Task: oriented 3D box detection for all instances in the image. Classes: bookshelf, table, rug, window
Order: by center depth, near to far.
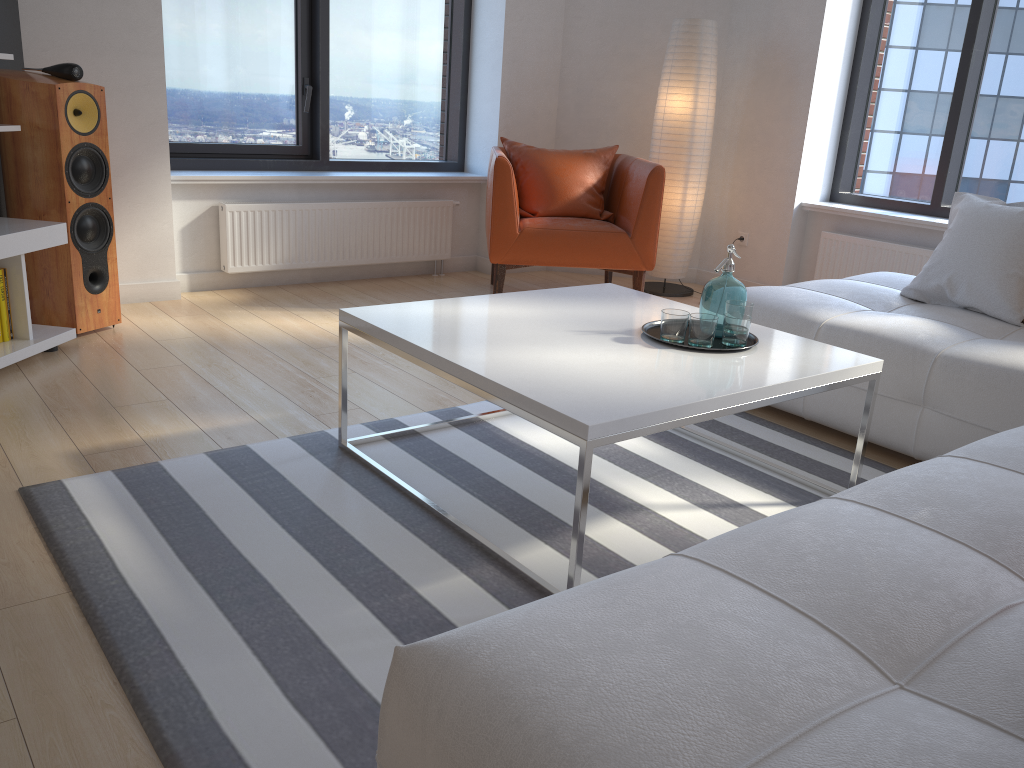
[{"bbox_3d":[-2.110,-0.704,1.867,0.455,2.052,3.000,6,18,6],"label":"bookshelf"},{"bbox_3d":[0.117,0.340,2.415,2.326,0.016,1.662,-10,22,-37],"label":"rug"},{"bbox_3d":[0.242,0.063,2.577,1.091,0.435,1.091,-10,22,-36],"label":"table"},{"bbox_3d":[2.437,-2.064,4.515,0.170,2.402,1.310,-10,22,-36],"label":"window"},{"bbox_3d":[-1.054,-2.391,4.808,1.960,2.402,0.170,-10,22,-36],"label":"window"}]

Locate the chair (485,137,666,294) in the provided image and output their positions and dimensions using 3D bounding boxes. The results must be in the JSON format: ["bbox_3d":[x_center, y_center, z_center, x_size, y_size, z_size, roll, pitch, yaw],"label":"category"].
[{"bbox_3d":[0.286,-0.891,4.902,0.896,0.858,0.843,2,18,-6],"label":"chair"}]

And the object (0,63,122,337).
[{"bbox_3d":[-1.915,-0.766,3.684,0.434,1.088,0.290,11,19,20],"label":"object"}]

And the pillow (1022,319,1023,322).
[{"bbox_3d":[1.814,-0.139,2.252,0.630,0.440,2.095,6,18,8],"label":"pillow"}]

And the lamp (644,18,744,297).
[{"bbox_3d":[1.185,-1.262,5.119,0.804,1.550,0.502,7,18,11],"label":"lamp"}]

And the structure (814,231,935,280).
[{"bbox_3d":[2.094,-0.518,4.774,0.110,0.460,1.015,-10,22,-36],"label":"structure"}]

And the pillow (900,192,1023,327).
[{"bbox_3d":[1.821,-0.253,2.550,0.580,0.456,2.156,0,18,-12],"label":"pillow"}]

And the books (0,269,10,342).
[{"bbox_3d":[-1.979,-0.299,3.294,0.204,0.270,0.029,6,18,6],"label":"books"}]

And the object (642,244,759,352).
[{"bbox_3d":[0.543,-0.258,2.495,0.330,0.265,0.330,-1,18,-14],"label":"object"}]

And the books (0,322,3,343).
[{"bbox_3d":[-1.978,-0.273,3.272,0.172,0.234,0.024,6,18,6],"label":"books"}]

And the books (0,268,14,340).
[{"bbox_3d":[-1.985,-0.308,3.321,0.213,0.270,0.025,6,18,6],"label":"books"}]

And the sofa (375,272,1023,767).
[{"bbox_3d":[1.141,0.110,2.167,3.424,0.732,2.614,-10,22,-36],"label":"sofa"}]

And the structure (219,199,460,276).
[{"bbox_3d":[-0.929,-0.810,5.059,1.474,0.460,0.110,-10,22,-36],"label":"structure"}]
